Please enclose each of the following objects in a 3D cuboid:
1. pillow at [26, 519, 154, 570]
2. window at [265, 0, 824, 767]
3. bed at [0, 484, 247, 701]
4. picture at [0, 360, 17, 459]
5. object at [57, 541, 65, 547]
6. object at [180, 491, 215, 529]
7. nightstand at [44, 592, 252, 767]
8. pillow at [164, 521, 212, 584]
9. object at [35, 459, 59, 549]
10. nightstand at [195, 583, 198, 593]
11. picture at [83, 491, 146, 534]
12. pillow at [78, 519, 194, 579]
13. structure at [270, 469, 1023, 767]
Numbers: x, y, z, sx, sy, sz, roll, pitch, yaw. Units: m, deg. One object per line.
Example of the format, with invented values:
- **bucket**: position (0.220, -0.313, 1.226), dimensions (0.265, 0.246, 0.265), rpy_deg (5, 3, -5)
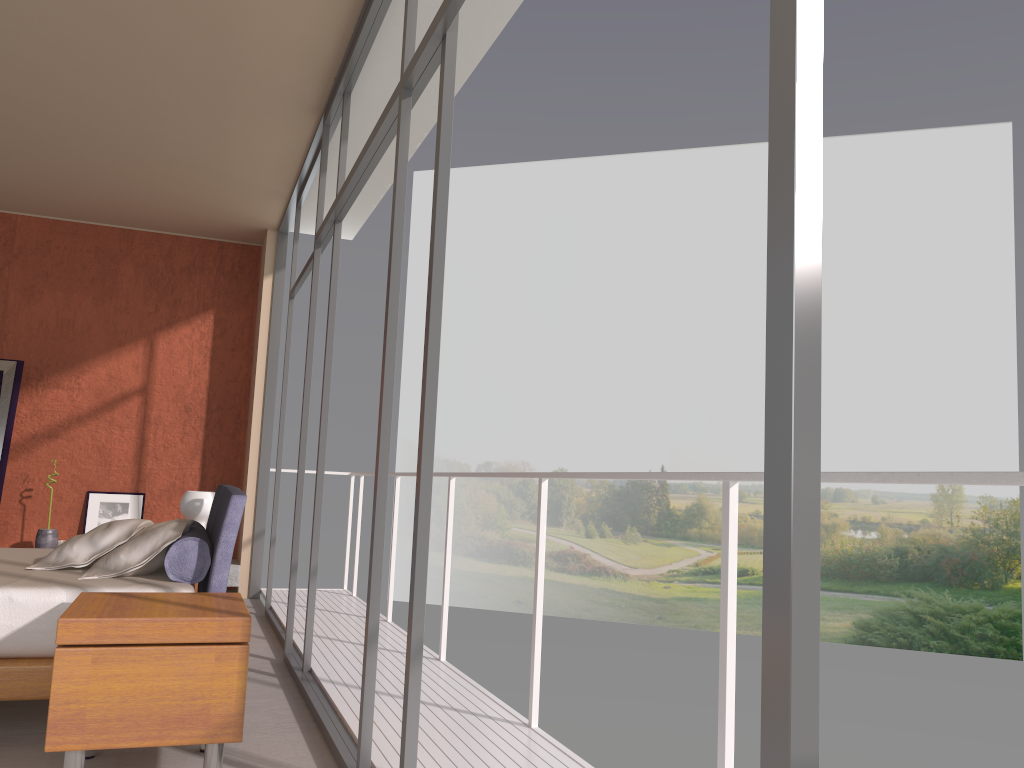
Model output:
- **pillow**: position (-1.963, 0.770, 4.272), dimensions (0.431, 0.264, 0.869), rpy_deg (4, -7, -12)
- **window**: position (-0.698, -0.136, 3.850), dimensions (0.075, 3.133, 6.106), rpy_deg (5, -7, -20)
- **bed**: position (-2.553, 0.886, 3.966), dimensions (2.462, 0.959, 2.017), rpy_deg (5, -7, -20)
- **picture**: position (-4.534, 0.511, 6.821), dimensions (1.129, 1.496, 0.126), rpy_deg (5, -7, -20)
- **object**: position (-3.697, 1.369, 7.322), dimensions (0.179, 0.137, 0.180), rpy_deg (4, -7, -7)
- **object**: position (-1.913, 0.825, 5.407), dimensions (0.224, 0.338, 0.224), rpy_deg (4, -7, -8)
- **nightstand**: position (-1.218, 1.030, 3.011), dimensions (0.562, 0.556, 0.628), rpy_deg (5, -7, -20)
- **pillow**: position (-1.572, 0.794, 4.322), dimensions (0.205, 0.201, 1.470), rpy_deg (5, -7, -20)
- **object**: position (-3.731, 1.010, 7.164), dimensions (0.165, 0.810, 0.165), rpy_deg (2, -7, 4)
- **nightstand**: position (-2.126, 1.277, 5.478), dimensions (0.562, 0.556, 0.628), rpy_deg (5, -7, -20)
- **picture**: position (-3.398, 1.199, 7.559), dimensions (0.458, 0.550, 0.117), rpy_deg (5, -7, -20)
- **pillow**: position (-1.666, 0.743, 4.000), dimensions (0.400, 0.265, 0.791), rpy_deg (5, -7, -17)
- **structure**: position (-0.434, 0.892, 4.052), dimensions (0.728, 1.005, 7.689), rpy_deg (5, -7, -20)
